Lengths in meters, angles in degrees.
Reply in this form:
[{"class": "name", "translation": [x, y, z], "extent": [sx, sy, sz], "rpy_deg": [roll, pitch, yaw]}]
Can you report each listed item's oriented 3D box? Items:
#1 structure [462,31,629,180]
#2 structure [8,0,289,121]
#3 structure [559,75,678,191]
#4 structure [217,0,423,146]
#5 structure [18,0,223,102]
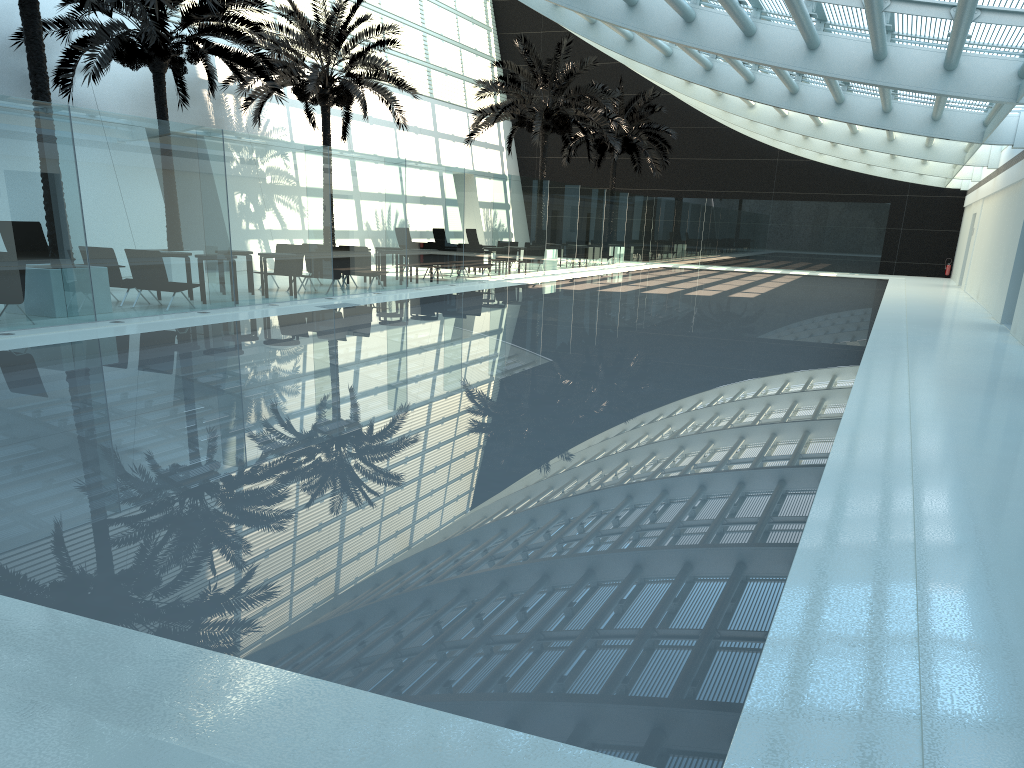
[{"class": "structure", "translation": [1.054, -7.345, 28.182], "extent": [4.796, 7.361, 4.248], "rpy_deg": [7, 18, 15]}, {"class": "structure", "translation": [-7.126, -5.583, 17.595], "extent": [4.642, 7.165, 4.065], "rpy_deg": [2, 17, 1]}, {"class": "structure", "translation": [4.278, -8.550, 35.291], "extent": [4.458, 7.359, 4.570], "rpy_deg": [2, 17, 1]}, {"class": "structure", "translation": [-4.956, -6.525, 22.902], "extent": [4.581, 7.229, 4.123], "rpy_deg": [-9, 20, -32]}, {"class": "structure", "translation": [-6.462, -4.505, 11.447], "extent": [4.699, 7.360, 4.338], "rpy_deg": [16, 22, 39]}]
